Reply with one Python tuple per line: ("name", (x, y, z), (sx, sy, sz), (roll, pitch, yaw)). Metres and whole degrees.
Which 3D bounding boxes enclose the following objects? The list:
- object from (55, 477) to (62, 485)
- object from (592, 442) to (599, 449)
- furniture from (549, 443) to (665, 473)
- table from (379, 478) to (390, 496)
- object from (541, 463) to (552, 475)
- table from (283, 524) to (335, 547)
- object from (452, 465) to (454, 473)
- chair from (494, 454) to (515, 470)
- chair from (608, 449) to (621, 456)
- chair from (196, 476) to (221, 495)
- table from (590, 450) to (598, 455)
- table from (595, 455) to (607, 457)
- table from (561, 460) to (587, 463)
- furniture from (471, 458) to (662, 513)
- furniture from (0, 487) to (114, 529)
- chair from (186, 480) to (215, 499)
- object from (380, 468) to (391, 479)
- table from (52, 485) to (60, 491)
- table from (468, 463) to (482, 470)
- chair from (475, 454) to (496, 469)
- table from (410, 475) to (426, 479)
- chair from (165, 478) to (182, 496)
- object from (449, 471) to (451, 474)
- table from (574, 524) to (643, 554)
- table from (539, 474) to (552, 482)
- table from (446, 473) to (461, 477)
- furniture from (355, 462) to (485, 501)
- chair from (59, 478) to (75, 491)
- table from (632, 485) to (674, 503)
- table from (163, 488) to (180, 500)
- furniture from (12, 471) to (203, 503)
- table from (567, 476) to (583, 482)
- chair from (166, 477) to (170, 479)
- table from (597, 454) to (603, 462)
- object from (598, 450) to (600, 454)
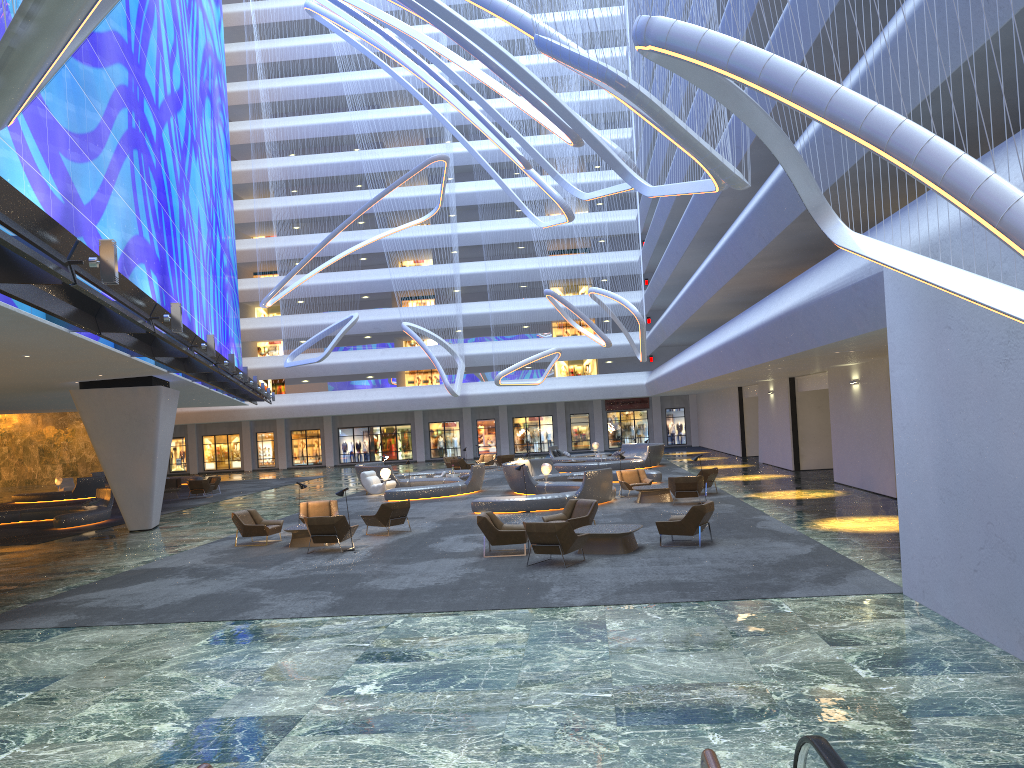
("object", (-21.922, 4.686, 42.848), (0.367, 0.387, 0.318), (-4, -1, 12))
("object", (4.545, 3.359, 48.148), (0.366, 0.387, 0.318), (-3, -1, -13))
("furniture", (4.442, 3.437, 42.908), (5.185, 0.969, 9.933), (-3, -2, 1))
("table", (-4.563, 3.724, 31.968), (0.417, 0.595, 0.428), (-3, -1, -21))
("object", (1.132, 2.782, 29.067), (0.367, 0.387, 0.318), (-4, -1, 12))
("table", (-4.349, 3.325, 19.546), (1.203, 0.392, 1.204), (-4, -2, 5))
("object", (-2.448, 3.522, 36.674), (0.066, 0.355, 0.076), (-3, 0, -28))
("chair", (-0.342, 3.901, 44.148), (0.929, 0.766, 0.940), (-3, -2, -17))
("chair", (5.386, 3.558, 43.958), (0.940, 0.766, 0.929), (-5, -2, 38))
("chair", (-13.193, 4.426, 38.497), (0.930, 0.766, 0.938), (-5, -2, 43))
("table", (4.410, 3.798, 46.842), (0.417, 0.595, 0.428), (-2, -1, -41))
("table", (4.564, 3.846, 45.449), (0.671, 0.406, 0.674), (-3, -2, 1))
("table", (2.883, 3.774, 41.194), (1.203, 0.392, 1.204), (-4, -2, 5))
("furniture", (1.414, 3.018, 28.071), (5.189, 0.969, 9.926), (-4, -2, 21))
("furniture", (-17.556, 4.155, 28.776), (9.934, 0.969, 5.185), (-4, -2, 22))
("chair", (-12.854, 4.328, 36.562), (0.929, 0.766, 0.939), (-3, -2, 3))
("object", (-4.563, 3.234, 32.013), (0.366, 0.387, 0.318), (-3, -1, -13))
("table", (-21.937, 5.178, 42.819), (0.418, 0.595, 0.428), (-3, -1, 4))
("table", (-2.144, 4.187, 44.147), (1.204, 0.392, 1.202), (-5, -3, 40))
("chair", (-1.317, 4.027, 45.852), (0.930, 0.766, 0.938), (-4, -2, 23))
("table", (-3.854, 3.974, 36.400), (0.674, 0.406, 0.671), (-4, -2, 24))
("chair", (-14.897, 4.533, 38.686), (0.929, 0.766, 0.940), (-3, -2, -22))
("object", (-2.571, 3.645, 36.593), (0.071, 0.118, 0.151), (-4, -2, 15))
("table", (1.746, 2.832, 16.151), (1.204, 0.392, 1.203), (-4, -2, 23))
("table", (1.117, 3.274, 29.038), (0.418, 0.595, 0.428), (-3, -1, 4))
("table", (-2.348, 3.892, 36.555), (0.673, 0.406, 0.672), (-2, -2, -33))
("furniture", (-3.688, 3.562, 34.189), (5.184, 0.969, 9.935), (-3, -2, -3))
("chair", (-21.916, 5.090, 43.757), (0.728, 0.881, 1.158), (-2, -2, -41))
("table", (3.938, 3.040, 24.507), (1.203, 0.392, 1.204), (-4, -2, 4))
("table", (-14.548, 4.632, 37.178), (1.202, 0.392, 1.205), (-2, -2, -31))
("furniture", (-20.226, 4.943, 44.469), (5.189, 0.969, 9.926), (-4, -2, 22))
("table", (2.480, 3.345, 29.970), (1.203, 0.392, 1.204), (-4, -2, 5))
("chair", (-18.349, 5.194, 46.799), (0.587, 0.501, 0.491), (-4, -1, 21))
("table", (4.223, 3.617, 42.074), (0.418, 0.595, 0.428), (-3, -1, 1))
("object", (4.458, 3.523, 45.525), (0.131, 0.252, 0.103), (-3, -1, -12))
